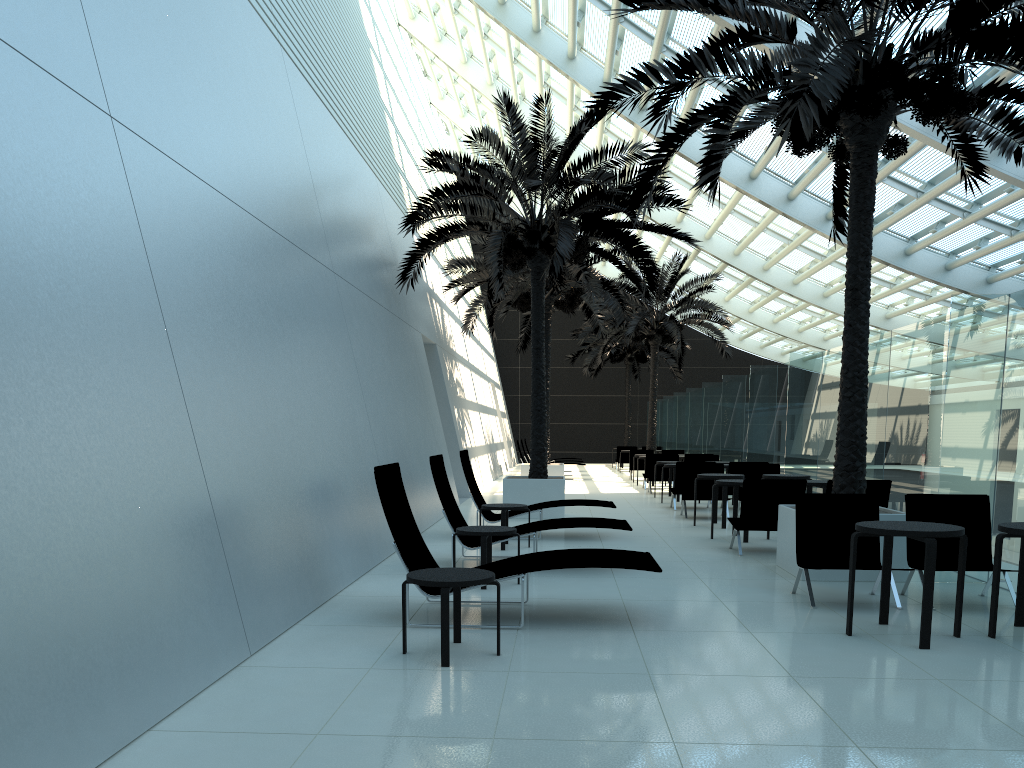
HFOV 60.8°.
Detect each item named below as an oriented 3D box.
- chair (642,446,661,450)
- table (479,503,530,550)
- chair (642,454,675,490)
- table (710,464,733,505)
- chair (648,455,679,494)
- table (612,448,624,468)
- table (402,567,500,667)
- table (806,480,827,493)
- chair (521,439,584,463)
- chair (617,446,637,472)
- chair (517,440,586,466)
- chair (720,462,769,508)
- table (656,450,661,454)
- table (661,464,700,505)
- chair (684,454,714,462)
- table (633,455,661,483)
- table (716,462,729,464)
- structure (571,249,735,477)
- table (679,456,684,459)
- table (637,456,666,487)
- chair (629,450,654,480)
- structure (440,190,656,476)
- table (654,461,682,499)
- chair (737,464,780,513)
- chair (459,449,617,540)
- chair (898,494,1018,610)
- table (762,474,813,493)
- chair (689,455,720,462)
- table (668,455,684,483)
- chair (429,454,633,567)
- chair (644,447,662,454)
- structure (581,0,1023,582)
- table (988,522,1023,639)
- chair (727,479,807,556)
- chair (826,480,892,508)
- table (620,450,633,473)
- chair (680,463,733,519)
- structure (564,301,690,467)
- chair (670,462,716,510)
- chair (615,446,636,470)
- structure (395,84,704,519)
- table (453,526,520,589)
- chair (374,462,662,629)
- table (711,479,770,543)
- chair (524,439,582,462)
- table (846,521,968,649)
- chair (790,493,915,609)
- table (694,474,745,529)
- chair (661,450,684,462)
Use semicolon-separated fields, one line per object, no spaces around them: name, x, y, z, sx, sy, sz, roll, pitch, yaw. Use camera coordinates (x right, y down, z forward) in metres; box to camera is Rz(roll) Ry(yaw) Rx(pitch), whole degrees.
chair;5.212;2.783;32.900;0.716;0.897;0.879;0;2;3
table;-0.091;1.734;10.629;0.551;0.523;0.551;-2;3;-44
chair;3.637;2.167;21.708;0.716;0.897;0.879;0;2;3
table;4.319;1.980;17.209;0.676;0.789;0.676;-3;4;-44
chair;3.526;2.074;20.016;0.716;0.897;0.879;0;2;3
table;4.317;2.904;34.135;0.677;0.789;0.675;-2;4;-39
table;-0.384;1.453;5.499;0.551;0.523;0.551;-2;3;-44
table;3.989;1.663;11.430;0.676;0.789;0.676;-3;4;-44
chair;1.317;2.385;28.448;2.036;1.171;0.912;0;3;3
chair;4.169;2.690;31.260;0.716;0.897;0.879;0;2;3
chair;1.170;2.244;25.883;2.036;1.171;0.912;0;3;3
chair;4.246;1.859;16.028;0.716;0.897;0.879;0;2;3
table;5.056;2.676;29.915;0.676;0.789;0.676;3;4;41
table;3.351;1.979;17.263;0.676;0.789;0.676;-3;4;-44
chair;4.568;2.167;21.656;0.716;0.897;0.879;0;2;3
table;3.764;2.366;24.317;0.676;0.789;0.676;3;4;41
table;4.412;2.060;18.670;0.676;0.789;0.676;3;4;41
structure;4.412;-0.580;27.354;4.822;7.099;4.389;0;4;-3
table;4.642;2.288;22.836;0.676;0.789;0.676;-3;4;-44
table;3.674;2.288;22.890;0.676;0.789;0.676;-3;4;-44
chair;3.844;2.379;25.584;0.716;0.897;0.879;0;2;3
structure;0.634;-0.925;20.145;4.266;6.972;4.600;4;5;37
table;3.444;2.059;18.724;0.676;0.789;0.676;3;4;41
chair;4.134;1.765;14.324;0.716;0.897;0.879;0;2;3
chair;0.359;1.469;11.726;2.036;1.171;0.912;0;3;3
chair;3.722;1.371;7.134;0.716;0.897;0.879;0;2;3
table;4.090;1.752;13.043;0.676;0.789;0.676;3;4;41
chair;4.457;2.074;19.964;0.716;0.897;0.879;0;2;3
table;4.733;2.366;24.263;0.676;0.789;0.676;3;4;41
chair;0.212;1.328;9.161;2.036;1.171;0.912;0;3;3
chair;5.100;2.690;31.208;0.716;0.897;0.879;0;2;3
structure;3.324;-1.626;8.261;4.812;7.099;4.399;2;5;22
table;3.685;1.364;5.966;0.677;0.789;0.675;-2;4;-39
chair;2.984;1.542;10.302;0.716;0.897;0.879;0;2;3
chair;3.915;1.542;10.250;0.716;0.897;0.879;0;2;3
table;4.088;2.675;29.969;0.676;0.789;0.676;3;4;41
chair;3.203;1.765;14.376;0.716;0.897;0.879;0;2;3
structure;4.904;-0.135;35.475;4.452;7.097;4.757;-1;4;-18
chair;3.315;1.858;16.080;0.716;0.897;0.879;0;2;3
chair;4.281;2.783;32.952;0.716;0.897;0.879;0;2;3
structure;0.496;-1.222;14.152;4.637;6.911;4.230;-1;5;-18
table;-0.238;1.593;8.064;0.551;0.523;0.551;-2;3;-44
chair;0.065;1.188;6.596;2.036;1.171;0.912;0;3;3
table;3.020;1.663;11.484;0.676;0.789;0.676;-3;4;-44
chair;1.468;2.530;31.093;2.036;1.171;0.912;0;3;3
table;2.717;1.363;6.020;0.677;0.789;0.675;-2;4;-39
chair;2.791;1.371;7.186;0.716;0.897;0.879;0;2;3
table;3.122;1.751;13.097;0.676;0.789;0.676;3;4;41
chair;4.775;2.379;25.532;0.716;0.897;0.879;0;2;3
